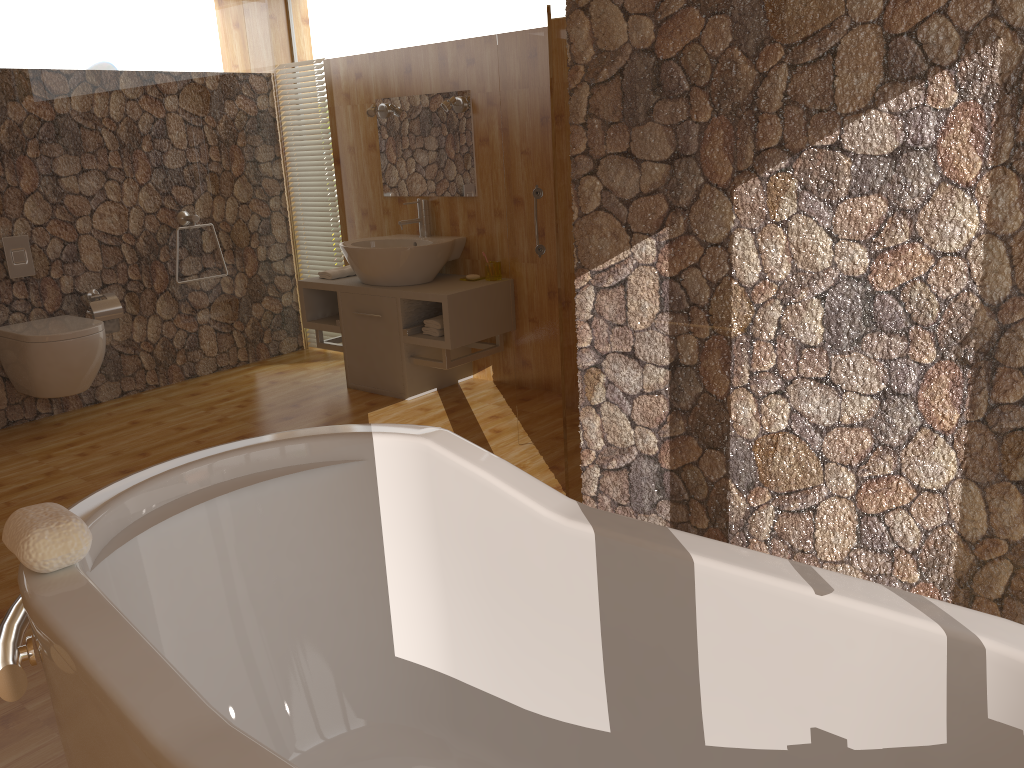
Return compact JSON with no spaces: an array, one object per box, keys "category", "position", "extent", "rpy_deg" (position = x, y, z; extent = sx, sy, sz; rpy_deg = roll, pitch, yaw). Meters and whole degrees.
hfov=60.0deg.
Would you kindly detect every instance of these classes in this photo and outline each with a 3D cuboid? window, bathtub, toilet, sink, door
[{"category":"window","position":[0.249,-1.056,4.381],"extent":[3.964,2.164,0.010],"rpy_deg":[10,20,38]},{"category":"bathtub","position":[-0.004,0.504,1.293],"extent":[1.946,0.900,0.977],"rpy_deg":[11,21,41]},{"category":"toilet","position":[-2.207,-0.120,4.337],"extent":[0.507,0.337,0.371],"rpy_deg":[10,20,38]},{"category":"sink","position":[-0.608,-0.748,4.654],"extent":[0.634,0.409,0.533],"rpy_deg":[10,20,38]},{"category":"door","position":[0.449,-0.834,3.563],"extent":[0.983,2.147,0.077],"rpy_deg":[-6,16,-9]}]

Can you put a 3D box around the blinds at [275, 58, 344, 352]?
[{"category":"blinds","position":[-1.212,-1.268,5.377],"extent":[0.420,2.178,0.042],"rpy_deg":[10,20,38]}]

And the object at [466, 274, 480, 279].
[{"category":"object","position":[-0.202,-0.556,4.600],"extent":[0.075,0.023,0.050],"rpy_deg":[-7,16,-14]}]

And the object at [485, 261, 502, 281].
[{"category":"object","position":[-0.096,-0.578,4.536],"extent":[0.060,0.093,0.060],"rpy_deg":[10,20,38]}]

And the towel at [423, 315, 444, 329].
[{"category":"towel","position":[-0.318,-0.326,4.472],"extent":[0.140,0.048,0.225],"rpy_deg":[12,22,43]}]

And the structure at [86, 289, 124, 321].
[{"category":"structure","position":[-2.152,-0.413,4.630],"extent":[0.154,0.151,0.170],"rpy_deg":[10,20,38]}]

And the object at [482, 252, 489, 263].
[{"category":"object","position":[-0.120,-0.612,4.526],"extent":[0.063,0.132,0.012],"rpy_deg":[-9,17,-20]}]

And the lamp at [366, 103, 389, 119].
[{"category":"lamp","position":[-0.735,-1.475,4.795],"extent":[0.080,0.080,0.124],"rpy_deg":[10,20,38]}]

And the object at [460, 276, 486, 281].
[{"category":"object","position":[-0.203,-0.547,4.601],"extent":[0.100,0.010,0.100],"rpy_deg":[10,20,38]}]

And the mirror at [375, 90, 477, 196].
[{"category":"mirror","position":[-0.466,-1.265,4.720],"extent":[0.698,0.523,0.005],"rpy_deg":[10,20,38]}]

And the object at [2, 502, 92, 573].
[{"category":"object","position":[-0.718,0.235,1.368],"extent":[0.105,0.077,0.166],"rpy_deg":[-17,21,-40]}]

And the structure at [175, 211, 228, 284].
[{"category":"structure","position":[-1.798,-0.781,5.009],"extent":[0.133,0.387,0.332],"rpy_deg":[10,20,38]}]

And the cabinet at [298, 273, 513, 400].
[{"category":"cabinet","position":[-0.580,-0.279,4.794],"extent":[1.136,0.570,0.517],"rpy_deg":[10,20,38]}]

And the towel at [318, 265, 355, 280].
[{"category":"towel","position":[-0.953,-0.628,4.958],"extent":[0.140,0.048,0.225],"rpy_deg":[12,22,43]}]

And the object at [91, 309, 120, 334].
[{"category":"object","position":[-2.126,-0.342,4.640],"extent":[0.090,0.151,0.098],"rpy_deg":[10,20,38]}]

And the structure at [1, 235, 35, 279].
[{"category":"structure","position":[-2.425,-0.626,4.358],"extent":[0.010,0.200,0.120],"rpy_deg":[10,20,38]}]

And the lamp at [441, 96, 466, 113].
[{"category":"lamp","position":[-0.302,-1.400,4.446],"extent":[0.080,0.080,0.124],"rpy_deg":[10,20,38]}]

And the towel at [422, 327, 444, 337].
[{"category":"towel","position":[-0.328,-0.289,4.481],"extent":[0.140,0.048,0.225],"rpy_deg":[12,22,43]}]
